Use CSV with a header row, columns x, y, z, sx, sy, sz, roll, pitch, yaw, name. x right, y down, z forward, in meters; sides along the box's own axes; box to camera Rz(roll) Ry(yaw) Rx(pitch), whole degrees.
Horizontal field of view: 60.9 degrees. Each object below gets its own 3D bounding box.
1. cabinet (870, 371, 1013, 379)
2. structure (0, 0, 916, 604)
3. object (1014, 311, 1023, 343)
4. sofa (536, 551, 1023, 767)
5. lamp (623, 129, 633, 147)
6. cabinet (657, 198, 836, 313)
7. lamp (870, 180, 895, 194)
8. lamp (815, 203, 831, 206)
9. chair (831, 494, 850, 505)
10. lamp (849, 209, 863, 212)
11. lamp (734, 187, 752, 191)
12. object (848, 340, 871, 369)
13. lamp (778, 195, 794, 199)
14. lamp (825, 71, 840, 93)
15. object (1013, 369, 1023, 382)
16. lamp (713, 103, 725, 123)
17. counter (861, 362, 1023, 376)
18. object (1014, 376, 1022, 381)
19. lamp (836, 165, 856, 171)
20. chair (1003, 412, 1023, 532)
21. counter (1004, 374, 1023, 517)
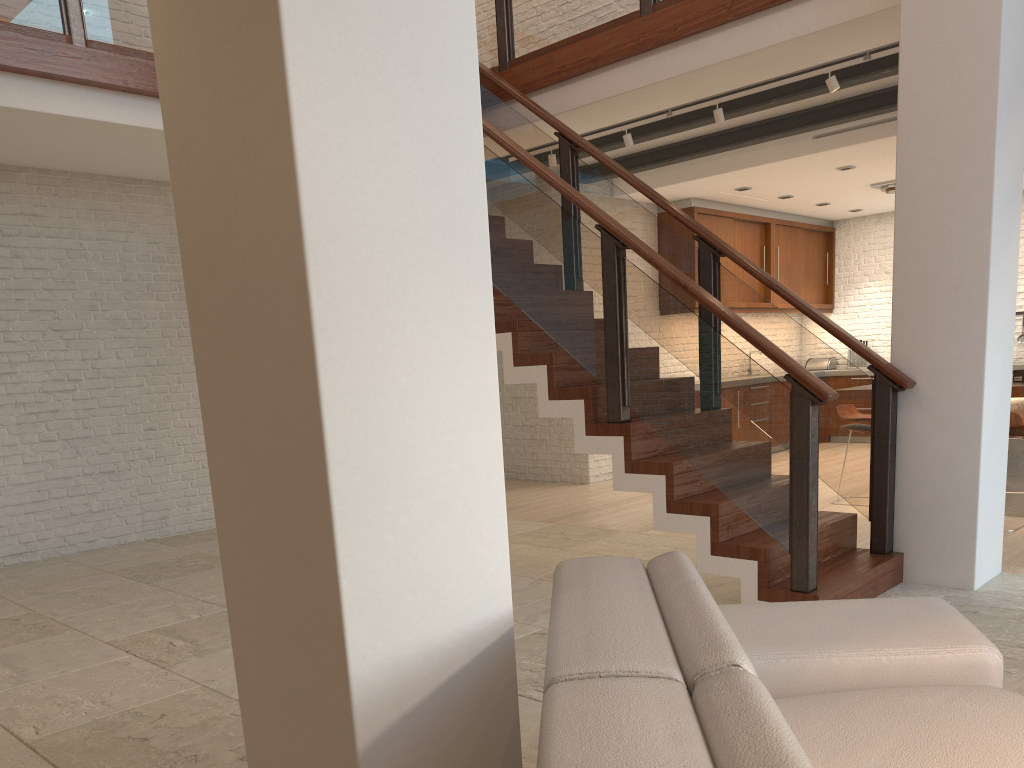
x,y,z,sx,sy,sz,roll,pitch,yaw,name
4.104,-0.638,9.931,4.787,2.908,2.207,-3,8,9,cabinet
2.052,-1.076,4.909,10.104,4.241,13.630,-1,4,44,structure
5.959,-0.639,9.858,0.666,0.399,0.138,0,10,43,object
0.637,0.820,1.486,1.145,0.772,2.279,-3,2,4,sofa
0.841,-1.774,6.311,0.084,0.132,0.060,-11,12,-43,lamp
2.896,-1.420,10.368,0.457,1.193,3.288,7,9,44,cabinet
3.957,-1.956,8.858,0.448,0.174,0.443,-1,4,44,lamp
3.521,-2.052,9.866,0.123,0.056,0.121,-1,4,44,lamp
2.791,0.557,6.914,0.419,0.795,0.396,5,13,44,chair
4.137,-2.104,10.487,0.123,0.056,0.121,-1,4,44,lamp
2.286,-1.948,8.624,0.123,0.056,0.121,-1,4,44,lamp
4.492,-0.381,11.284,0.319,0.385,0.065,3,13,43,object
2.904,-2.000,9.245,0.123,0.056,0.121,-1,4,44,lamp
1.934,-1.817,5.257,0.087,0.132,0.057,-3,10,4,lamp
3.537,-0.057,6.014,0.094,0.084,0.112,-4,5,-1,object
1.377,-1.795,5.799,0.084,0.132,0.060,-11,12,-43,lamp
4.081,-0.091,9.594,3.505,0.071,3.279,-2,2,44,counter
3.602,-0.035,5.901,0.195,0.035,0.393,-5,2,-42,object
3.032,-1.977,7.911,0.123,0.056,0.121,-1,4,44,lamp
3.208,0.557,5.784,0.401,0.795,0.414,6,13,44,chair
3.846,0.418,6.784,1.677,0.942,2.456,0,4,44,counter
